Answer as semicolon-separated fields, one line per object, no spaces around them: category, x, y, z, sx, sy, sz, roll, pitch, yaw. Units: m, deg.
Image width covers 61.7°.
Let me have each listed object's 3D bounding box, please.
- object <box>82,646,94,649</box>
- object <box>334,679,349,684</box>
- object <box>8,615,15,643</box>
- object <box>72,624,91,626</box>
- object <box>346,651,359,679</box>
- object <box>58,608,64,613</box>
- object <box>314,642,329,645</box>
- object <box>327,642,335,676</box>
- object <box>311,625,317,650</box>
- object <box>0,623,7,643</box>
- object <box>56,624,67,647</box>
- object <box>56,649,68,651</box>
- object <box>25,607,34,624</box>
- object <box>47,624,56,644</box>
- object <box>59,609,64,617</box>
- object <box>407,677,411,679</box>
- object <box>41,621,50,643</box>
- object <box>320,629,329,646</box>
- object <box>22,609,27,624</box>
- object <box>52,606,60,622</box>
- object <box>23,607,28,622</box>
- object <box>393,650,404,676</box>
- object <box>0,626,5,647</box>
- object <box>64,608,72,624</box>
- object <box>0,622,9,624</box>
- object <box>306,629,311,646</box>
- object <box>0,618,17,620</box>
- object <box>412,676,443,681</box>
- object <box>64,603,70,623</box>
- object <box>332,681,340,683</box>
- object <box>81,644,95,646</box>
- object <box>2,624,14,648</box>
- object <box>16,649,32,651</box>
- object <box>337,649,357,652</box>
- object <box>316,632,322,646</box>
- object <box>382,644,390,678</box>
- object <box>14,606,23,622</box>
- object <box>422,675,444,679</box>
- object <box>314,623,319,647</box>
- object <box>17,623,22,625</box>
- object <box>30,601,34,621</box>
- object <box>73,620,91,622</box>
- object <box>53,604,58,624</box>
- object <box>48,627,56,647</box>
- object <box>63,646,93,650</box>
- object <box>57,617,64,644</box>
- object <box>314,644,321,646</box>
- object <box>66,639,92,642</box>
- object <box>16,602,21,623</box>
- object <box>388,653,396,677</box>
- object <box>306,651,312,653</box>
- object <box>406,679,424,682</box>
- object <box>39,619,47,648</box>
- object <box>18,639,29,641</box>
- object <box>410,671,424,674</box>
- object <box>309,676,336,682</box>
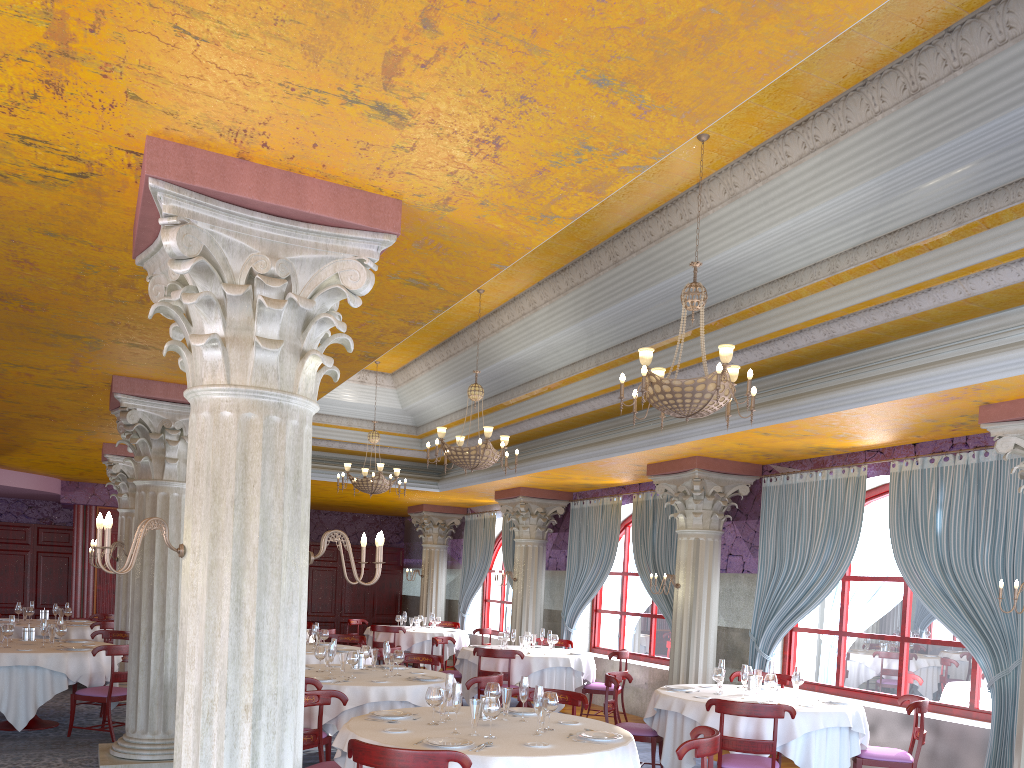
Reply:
object;-4.965;3.102;10.078;0.256;0.019;0.056;-3;-13;23
object;-1.605;2.788;8.037;0.054;0.019;0.263;-2;-14;23
object;-6.030;2.952;10.326;0.074;0.335;0.074;3;1;10
object;-6.895;3.848;13.682;0.316;0.024;0.318;9;-14;-25
object;-1.563;2.753;8.394;0.123;0.264;0.122;3;-1;-35
object;-7.518;3.849;14.263;0.085;0.237;0.086;3;0;21
object;-2.696;3.720;12.262;0.312;0.024;0.321;2;-13;4
object;-1.791;2.726;8.479;0.074;0.335;0.074;3;1;10
object;-2.616;3.347;11.305;0.074;0.335;0.074;3;1;10
object;-6.066;2.971;10.203;0.085;0.237;0.086;3;0;21
object;-5.321;2.972;10.109;0.123;0.264;0.122;3;-1;-12
object;-5.077;3.013;9.702;0.232;0.013;0.028;-2;-11;18
object;-7.611;3.657;13.517;0.123;0.264;0.122;3;-1;-12
object;-5.621;3.050;10.450;0.085;0.237;0.086;3;0;44
object;-7.271;3.757;13.818;0.086;0.237;0.085;3;0;-1
object;-1.047;2.949;8.589;0.029;0.010;0.142;-2;-14;21
object;-5.724;3.044;10.503;0.123;0.264;0.122;3;-1;-12
object;-2.531;3.440;11.535;0.122;0.264;0.123;2;-1;33
object;-7.717;3.677;13.571;0.085;0.237;0.086;3;0;44
object;-7.621;3.843;14.316;0.123;0.264;0.122;3;-1;-12
object;-7.963;3.769;14.016;0.085;0.237;0.086;3;0;44
object;-1.169;2.867;8.799;0.123;0.264;0.122;3;-1;-12
object;-5.820;2.879;9.758;0.085;0.237;0.086;3;0;44
object;-7.217;3.770;13.922;0.123;0.264;0.122;3;-1;-35
object;-7.862;3.687;13.193;0.316;0.024;0.318;9;-14;-25
object;-2.831;3.518;11.876;0.086;0.237;0.085;3;0;-24
object;-8.349;3.889;14.160;0.316;0.024;0.318;9;-14;-25
object;-0.847;2.945;8.558;0.316;0.024;0.318;9;-14;-25
object;-7.391;3.798;14.228;0.074;0.335;0.074;3;1;10
object;-1.643;2.798;8.047;0.022;0.003;0.260;-1;-14;17
object;-5.165;3.183;10.444;0.159;0.009;0.162;4;-13;-6
object;-5.715;2.858;9.704;0.123;0.264;0.122;3;-1;-12
object;-5.425;2.956;9.524;0.159;0.009;0.162;-6;-16;33
object;-2.209;3.518;11.295;0.316;0.024;0.318;9;-14;-25
object;-2.585;3.426;11.431;0.086;0.237;0.085;3;0;-1
object;-1.254;2.773;8.568;0.074;0.335;0.074;3;1;10
object;-8.015;3.729;13.911;0.123;0.264;0.122;3;-1;-12
object;-0.814;2.998;8.768;0.256;0.019;0.056;-3;-13;23
object;-2.704;3.468;11.841;0.073;0.335;0.074;4;2;33
object;-7.653;3.692;13.160;0.054;0.019;0.263;-2;-14;23
object;-7.927;3.751;14.139;0.074;0.335;0.074;3;1;10
object;-7.382;4.051;14.649;0.316;0.024;0.318;9;-14;-25
object;-7.302;3.677;13.692;0.074;0.335;0.074;3;1;10
object;-5.374;2.958;10.005;0.086;0.237;0.085;3;0;-1
object;-4.998;3.050;9.869;0.316;0.024;0.318;9;-14;-25
object;-5.494;2.999;10.415;0.074;0.335;0.074;3;1;10
object;-2.727;3.679;12.063;0.138;0.011;0.030;-2;-12;21
object;-5.485;3.252;10.836;0.316;0.024;0.318;9;-14;-25
object;-7.839;3.630;13.602;0.074;0.335;0.074;3;1;10
object;-1.223;2.853;8.695;0.085;0.237;0.086;3;0;44
object;-2.635;3.424;10.950;0.158;0.009;0.163;0;-13;13
object;-0.926;2.908;8.392;0.232;0.013;0.028;-2;-11;18
object;-5.405;2.878;9.879;0.074;0.335;0.074;3;1;10
object;-6.084;3.199;10.702;0.159;0.009;0.162;-9;-18;42
object;-1.014;3.079;9.133;0.159;0.009;0.162;-9;-18;42
object;-1.814;2.784;8.069;0.316;0.024;0.318;9;-14;-25
